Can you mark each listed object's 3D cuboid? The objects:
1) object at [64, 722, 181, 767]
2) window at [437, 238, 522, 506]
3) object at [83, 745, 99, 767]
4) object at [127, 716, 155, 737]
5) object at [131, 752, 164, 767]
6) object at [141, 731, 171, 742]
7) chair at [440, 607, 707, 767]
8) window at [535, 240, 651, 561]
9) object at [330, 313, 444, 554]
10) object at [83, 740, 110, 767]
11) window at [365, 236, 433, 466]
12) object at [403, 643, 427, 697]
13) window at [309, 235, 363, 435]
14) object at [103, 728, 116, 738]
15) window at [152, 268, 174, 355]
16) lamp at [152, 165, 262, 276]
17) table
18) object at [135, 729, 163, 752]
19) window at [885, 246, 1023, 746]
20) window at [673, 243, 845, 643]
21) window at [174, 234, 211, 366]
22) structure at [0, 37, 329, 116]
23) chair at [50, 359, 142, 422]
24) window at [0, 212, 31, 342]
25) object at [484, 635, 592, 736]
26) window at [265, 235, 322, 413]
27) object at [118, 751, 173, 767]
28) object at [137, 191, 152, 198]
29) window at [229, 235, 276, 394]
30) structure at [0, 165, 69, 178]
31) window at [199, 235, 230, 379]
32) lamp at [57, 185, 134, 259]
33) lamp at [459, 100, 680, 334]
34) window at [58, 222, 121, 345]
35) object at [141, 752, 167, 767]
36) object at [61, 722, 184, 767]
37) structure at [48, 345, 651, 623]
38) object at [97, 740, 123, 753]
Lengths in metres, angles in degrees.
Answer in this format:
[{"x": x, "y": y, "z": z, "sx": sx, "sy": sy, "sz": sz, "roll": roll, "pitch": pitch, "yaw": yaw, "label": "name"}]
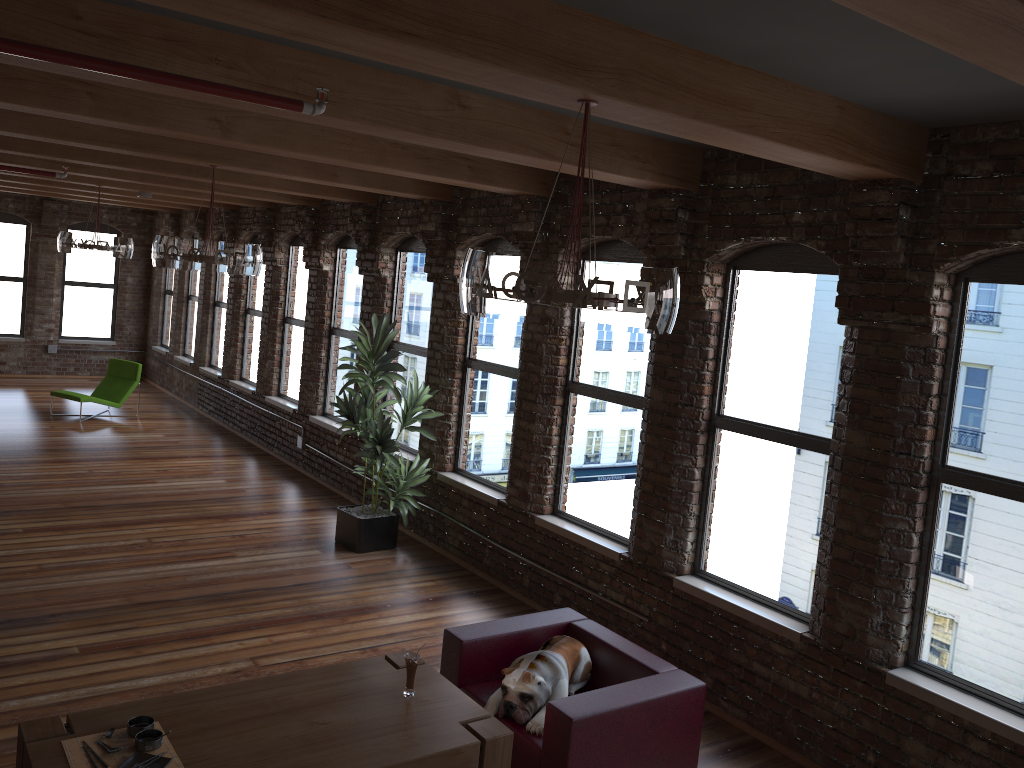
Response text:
[{"x": -1.431, "y": 1.389, "z": 3.270, "sx": 0.332, "sy": 0.003, "sz": 0.473, "roll": 1, "pitch": 8, "yaw": -36, "label": "object"}, {"x": -0.198, "y": -0.167, "z": 7.614, "sx": 0.235, "sy": 2.208, "sz": 0.972, "roll": 3, "pitch": 5, "yaw": -36, "label": "window"}, {"x": -1.529, "y": 1.379, "z": 3.236, "sx": 0.007, "sy": 0.008, "sz": 0.271, "roll": 1, "pitch": 8, "yaw": -40, "label": "object"}, {"x": -1.453, "y": 1.342, "z": 3.467, "sx": 0.098, "sy": 0.043, "sz": 0.099, "roll": 4, "pitch": 6, "yaw": -10, "label": "object"}, {"x": -1.364, "y": 1.382, "z": 3.192, "sx": 0.007, "sy": 0.008, "sz": 0.270, "roll": 8, "pitch": 7, "yaw": 28, "label": "object"}, {"x": -1.352, "y": 1.337, "z": 3.362, "sx": 0.137, "sy": 0.079, "sz": 0.045, "roll": 7, "pitch": 5, "yaw": 19, "label": "object"}, {"x": 0.267, "y": 1.667, "z": 4.521, "sx": 0.865, "sy": 0.591, "sz": 1.076, "roll": 2, "pitch": 7, "yaw": -36, "label": "chair"}, {"x": 0.650, "y": 0.047, "z": 6.430, "sx": 0.235, "sy": 2.208, "sz": 0.972, "roll": 3, "pitch": 5, "yaw": -36, "label": "window"}, {"x": -1.178, "y": 0.398, "z": 7.903, "sx": 0.965, "sy": 2.097, "sz": 1.085, "roll": 4, "pitch": 5, "yaw": -23, "label": "object"}, {"x": -1.535, "y": 1.374, "z": 3.276, "sx": 0.271, "sy": 0.008, "sz": 0.007, "roll": 11, "pitch": 8, "yaw": 43, "label": "object"}, {"x": -1.048, "y": -0.381, "z": 8.800, "sx": 0.235, "sy": 2.208, "sz": 0.972, "roll": 3, "pitch": 5, "yaw": -36, "label": "window"}, {"x": -0.443, "y": 1.289, "z": 3.991, "sx": 0.095, "sy": 0.231, "sz": 0.076, "roll": 5, "pitch": 4, "yaw": -3, "label": "object"}, {"x": -1.899, "y": -0.595, "z": 9.985, "sx": 0.232, "sy": 2.208, "sz": 0.972, "roll": 3, "pitch": 5, "yaw": -36, "label": "window"}, {"x": -1.553, "y": 1.350, "z": 3.414, "sx": 0.018, "sy": 0.021, "sz": 0.059, "roll": 6, "pitch": 6, "yaw": 6, "label": "object"}, {"x": -6.160, "y": -1.668, "z": 15.933, "sx": 0.232, "sy": 2.208, "sz": 0.972, "roll": 3, "pitch": 5, "yaw": -36, "label": "window"}, {"x": -2.324, "y": -1.276, "z": 6.837, "sx": 0.810, "sy": 0.812, "sz": 0.812, "roll": 6, "pitch": 5, "yaw": 6, "label": "lamp"}, {"x": -0.985, "y": 1.671, "z": 3.624, "sx": 1.749, "sy": 0.548, "sz": 0.904, "roll": 1, "pitch": 7, "yaw": -36, "label": "table"}, {"x": -1.382, "y": 1.359, "z": 3.373, "sx": 0.099, "sy": 0.043, "sz": 0.099, "roll": 6, "pitch": 6, "yaw": 2, "label": "object"}, {"x": 2.348, "y": 0.474, "z": 4.059, "sx": 0.235, "sy": 2.208, "sz": 0.972, "roll": 3, "pitch": 5, "yaw": -36, "label": "window"}, {"x": 1.499, "y": 0.260, "z": 5.244, "sx": 0.235, "sy": 2.208, "sz": 0.972, "roll": 3, "pitch": 5, "yaw": -36, "label": "window"}, {"x": -5.296, "y": -1.450, "z": 14.726, "sx": 0.231, "sy": 2.208, "sz": 0.972, "roll": 3, "pitch": 5, "yaw": -36, "label": "window"}, {"x": -3.476, "y": -1.140, "z": 1.472, "sx": 6.803, "sy": 0.111, "sz": 0.051, "roll": 1, "pitch": 6, "yaw": -36, "label": "structure"}, {"x": -5.930, "y": 0.068, "z": 12.639, "sx": 0.682, "sy": 0.794, "sz": 0.957, "roll": 8, "pitch": 6, "yaw": 29, "label": "chair"}, {"x": -8.902, "y": -1.861, "z": 15.310, "sx": 0.967, "sy": 2.212, "sz": 0.219, "roll": 3, "pitch": 5, "yaw": -36, "label": "window"}, {"x": 0.148, "y": 1.481, "z": 4.489, "sx": 0.365, "sy": 0.296, "sz": 0.756, "roll": 8, "pitch": 6, "yaw": 25, "label": "object"}, {"x": -2.747, "y": -0.809, "z": 11.172, "sx": 0.236, "sy": 2.208, "sz": 0.972, "roll": 3, "pitch": 5, "yaw": -36, "label": "window"}, {"x": -1.344, "y": 1.396, "z": 3.190, "sx": 0.154, "sy": 0.018, "sz": 0.213, "roll": 7, "pitch": 6, "yaw": 9, "label": "object"}, {"x": -4.415, "y": -2.284, "z": 10.655, "sx": 0.145, "sy": 0.072, "sz": 0.148, "roll": 1, "pitch": 7, "yaw": -36, "label": "object"}, {"x": -3.599, "y": -1.023, "z": 12.356, "sx": 0.230, "sy": 2.208, "sz": 0.972, "roll": 3, "pitch": 5, "yaw": -36, "label": "window"}, {"x": -6.847, "y": -1.988, "z": 6.176, "sx": 6.803, "sy": 0.111, "sz": 0.051, "roll": 1, "pitch": 6, "yaw": -36, "label": "structure"}, {"x": -4.445, "y": -1.236, "z": 13.540, "sx": 0.233, "sy": 2.208, "sz": 0.972, "roll": 3, "pitch": 5, "yaw": -36, "label": "window"}, {"x": -4.842, "y": -1.910, "z": 10.351, "sx": 0.809, "sy": 0.812, "sz": 0.812, "roll": 6, "pitch": 5, "yaw": 0, "label": "lamp"}, {"x": 0.239, "y": -0.631, "z": 3.260, "sx": 0.809, "sy": 0.812, "sz": 0.812, "roll": 6, "pitch": 5, "yaw": 5, "label": "lamp"}, {"x": -7.699, "y": -1.842, "z": 16.180, "sx": 0.967, "sy": 2.212, "sz": 0.219, "roll": 3, "pitch": 5, "yaw": -36, "label": "window"}, {"x": -1.336, "y": 1.385, "z": 3.190, "sx": 0.007, "sy": 0.008, "sz": 0.271, "roll": 7, "pitch": 7, "yaw": 20, "label": "object"}, {"x": -1.430, "y": 1.389, "z": 3.271, "sx": 0.352, "sy": 0.001, "sz": 0.471, "roll": 1, "pitch": 8, "yaw": -36, "label": "object"}, {"x": -3.102, "y": 0.449, "z": 11.331, "sx": 1.633, "sy": 0.312, "sz": 13.764, "roll": 0, "pitch": 9, "yaw": -42, "label": "structure"}, {"x": -1.515, "y": 1.358, "z": 3.330, "sx": 0.154, "sy": 0.030, "sz": 0.045, "roll": 10, "pitch": 7, "yaw": 38, "label": "object"}]
